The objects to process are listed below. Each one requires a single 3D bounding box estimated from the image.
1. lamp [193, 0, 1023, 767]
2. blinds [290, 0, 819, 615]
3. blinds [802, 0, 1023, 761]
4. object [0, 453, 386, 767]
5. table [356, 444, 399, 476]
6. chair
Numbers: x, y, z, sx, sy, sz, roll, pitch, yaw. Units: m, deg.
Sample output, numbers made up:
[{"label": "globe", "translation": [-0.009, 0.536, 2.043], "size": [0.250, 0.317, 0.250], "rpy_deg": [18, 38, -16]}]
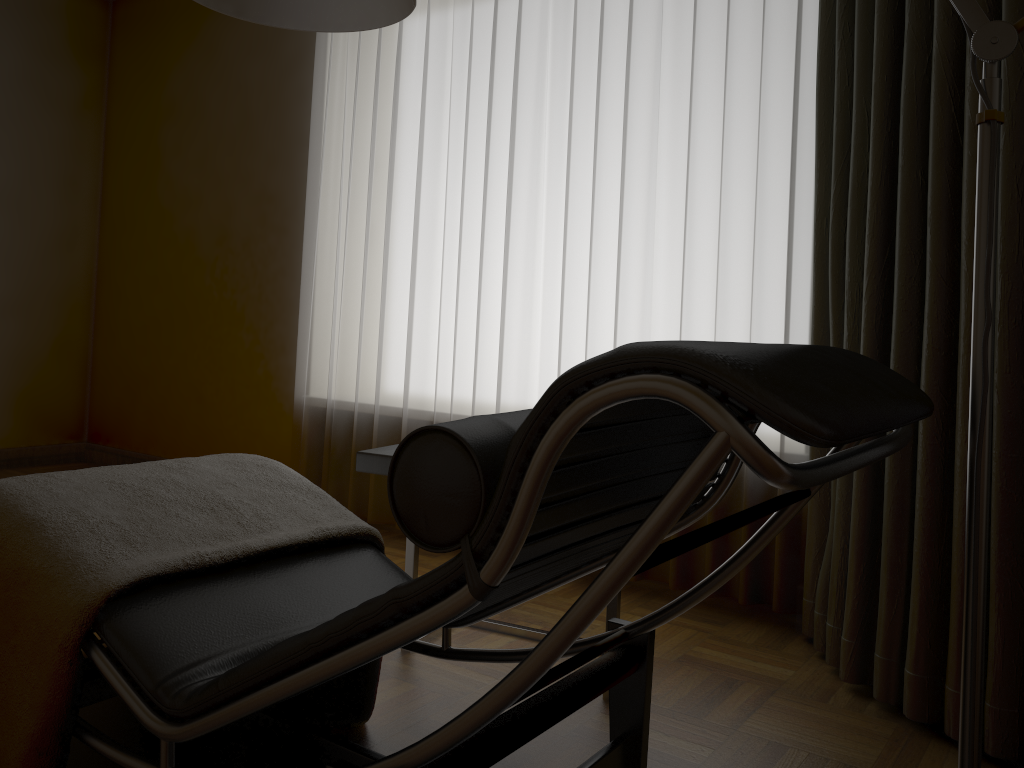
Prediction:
[{"label": "lamp", "translation": [-0.048, -0.225, 1.335], "size": [1.417, 1.970, 0.450], "rpy_deg": [3, -1, 38]}, {"label": "blinds", "translation": [0.019, -0.573, 3.075], "size": [2.200, 2.294, 0.092], "rpy_deg": [3, -1, 35]}, {"label": "blinds", "translation": [1.003, -0.504, 1.705], "size": [0.224, 2.456, 1.533], "rpy_deg": [3, 0, -11]}, {"label": "object", "translation": [-0.781, 0.408, 1.724], "size": [0.910, 0.521, 0.916], "rpy_deg": [4, 3, 35]}, {"label": "table", "translation": [-0.007, 0.177, 2.057], "size": [0.500, 0.045, 0.517], "rpy_deg": [4, 4, 26]}, {"label": "chair", "translation": [-0.349, 0.298, 1.414], "size": [1.792, 0.798, 0.634], "rpy_deg": [4, 1, 35]}]
